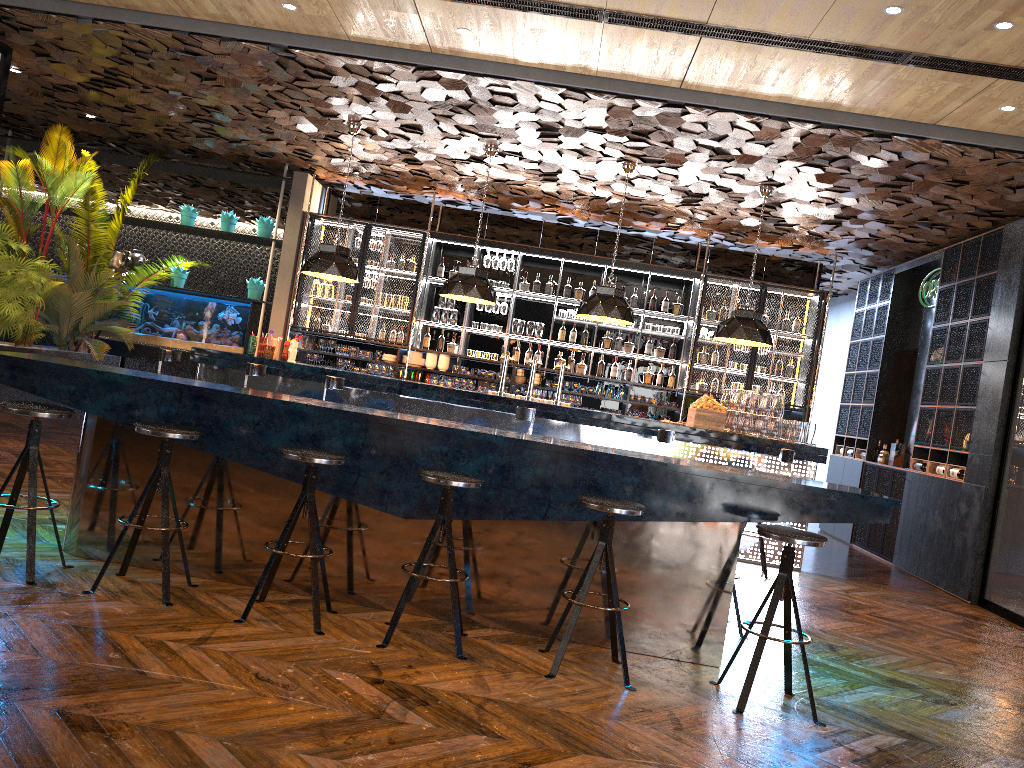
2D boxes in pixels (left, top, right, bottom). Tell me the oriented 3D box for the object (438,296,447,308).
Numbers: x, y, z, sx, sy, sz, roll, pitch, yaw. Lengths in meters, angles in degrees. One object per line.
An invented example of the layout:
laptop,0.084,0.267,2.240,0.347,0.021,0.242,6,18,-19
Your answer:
object,-0.899,-1.095,11.553,0.105,0.209,0.105,9,0,-42

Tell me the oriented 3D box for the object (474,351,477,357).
object,-0.453,-0.381,11.642,0.089,0.092,0.089,9,0,-26

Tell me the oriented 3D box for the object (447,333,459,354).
object,-0.766,-0.527,11.536,0.123,0.279,0.123,9,0,16

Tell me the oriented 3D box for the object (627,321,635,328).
object,1.528,-0.766,11.412,0.089,0.092,0.089,9,0,-43

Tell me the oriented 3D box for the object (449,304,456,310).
object,-0.784,-1.076,11.648,0.105,0.209,0.105,9,0,-42

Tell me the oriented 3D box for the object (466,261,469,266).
object,-0.596,-1.457,11.558,0.086,0.299,0.086,9,0,-39

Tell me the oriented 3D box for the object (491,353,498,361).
object,-0.226,-0.346,11.484,0.089,0.092,0.089,9,0,13

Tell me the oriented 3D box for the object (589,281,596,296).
object,1.052,-1.192,11.492,0.086,0.298,0.086,9,0,-39

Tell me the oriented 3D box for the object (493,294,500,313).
object,-0.192,-1.051,11.605,0.092,0.244,0.092,9,0,-37

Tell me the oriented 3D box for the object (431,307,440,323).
object,-0.988,-0.898,11.555,0.105,0.209,0.105,9,0,-42

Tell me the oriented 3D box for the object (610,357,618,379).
object,1.330,-0.203,11.461,0.086,0.298,0.086,9,0,-39

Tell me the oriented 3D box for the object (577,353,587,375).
object,0.908,-0.259,11.459,0.123,0.279,0.123,9,0,16

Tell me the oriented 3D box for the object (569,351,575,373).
object,0.773,-0.283,11.479,0.083,0.282,0.083,9,0,3

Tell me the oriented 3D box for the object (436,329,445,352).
object,-0.919,-0.562,11.532,0.086,0.297,0.086,9,0,36

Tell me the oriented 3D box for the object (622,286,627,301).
object,1.420,-1.124,11.448,0.123,0.279,0.123,9,0,-8

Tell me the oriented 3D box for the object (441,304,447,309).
object,-0.899,-1.094,11.665,0.105,0.209,0.105,9,0,-42

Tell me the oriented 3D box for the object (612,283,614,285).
object,1.283,-1.156,11.476,0.086,0.298,0.086,9,0,-39

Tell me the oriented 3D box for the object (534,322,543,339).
object,0.343,-0.685,11.444,0.105,0.209,0.105,9,0,-42

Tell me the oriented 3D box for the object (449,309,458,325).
object,-0.758,-0.861,11.533,0.105,0.209,0.105,9,0,-42

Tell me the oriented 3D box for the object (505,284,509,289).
object,-0.088,-1.270,11.640,0.089,0.092,0.089,9,0,-29

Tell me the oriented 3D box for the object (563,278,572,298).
object,0.723,-1.237,11.494,0.083,0.282,0.083,9,0,-12

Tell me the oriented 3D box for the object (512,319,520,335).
object,0.047,-0.733,11.455,0.105,0.209,0.105,9,0,-42

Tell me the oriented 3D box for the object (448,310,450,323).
object,-0.874,-0.879,11.660,0.105,0.209,0.105,9,0,-42

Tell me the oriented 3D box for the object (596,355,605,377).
object,1.150,-0.231,11.436,0.086,0.297,0.086,9,0,36

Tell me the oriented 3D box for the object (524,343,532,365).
object,0.219,-0.380,11.536,0.086,0.298,0.086,9,0,-39

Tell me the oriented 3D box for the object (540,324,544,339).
object,0.359,-0.682,11.552,0.105,0.209,0.105,9,0,-42

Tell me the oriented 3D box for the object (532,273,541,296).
object,0.322,-1.295,11.512,0.083,0.282,0.083,9,0,-12

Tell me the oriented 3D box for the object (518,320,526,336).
object,0.115,-0.721,11.567,0.105,0.209,0.105,9,0,-42

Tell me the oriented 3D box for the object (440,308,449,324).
object,-0.871,-0.879,11.551,0.105,0.209,0.105,9,0,-42

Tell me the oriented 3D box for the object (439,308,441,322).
object,-0.994,-0.898,11.673,0.105,0.209,0.105,9,0,-42

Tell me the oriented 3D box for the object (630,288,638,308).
object,1.580,-1.100,11.454,0.083,0.282,0.083,9,0,3

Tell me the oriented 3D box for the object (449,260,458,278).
object,-0.751,-1.471,11.548,0.123,0.279,0.123,9,0,-9

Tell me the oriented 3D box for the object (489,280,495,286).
object,-0.266,-1.299,11.514,0.089,0.092,0.089,9,0,-29

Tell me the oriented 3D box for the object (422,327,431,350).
object,-1.107,-0.591,11.572,0.086,0.299,0.086,9,0,-39

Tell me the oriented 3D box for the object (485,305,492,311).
object,-0.297,-1.068,11.445,0.092,0.244,0.092,9,0,-37

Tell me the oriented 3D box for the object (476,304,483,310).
object,-0.405,-1.086,11.450,0.092,0.244,0.092,9,0,-37

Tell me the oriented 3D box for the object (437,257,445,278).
object,-0.924,-1.509,11.601,0.086,0.298,0.086,9,0,-39

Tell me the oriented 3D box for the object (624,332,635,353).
object,1.519,-0.530,11.436,0.123,0.279,0.123,9,0,16

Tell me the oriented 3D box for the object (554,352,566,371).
object,0.618,-0.290,11.485,0.151,0.248,0.094,9,0,-8

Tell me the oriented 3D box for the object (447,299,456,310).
object,-0.783,-1.076,11.557,0.105,0.209,0.105,9,0,-42

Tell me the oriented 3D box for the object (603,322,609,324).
object,1.217,-0.816,11.404,0.089,0.092,0.089,9,0,-26

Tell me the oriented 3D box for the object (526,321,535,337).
object,0.237,-0.702,11.473,0.105,0.209,0.105,9,0,-42

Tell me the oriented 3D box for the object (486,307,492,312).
object,-0.289,-1.066,11.610,0.092,0.244,0.092,9,0,-37

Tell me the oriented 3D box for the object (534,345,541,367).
object,0.335,-0.362,11.507,0.086,0.298,0.086,9,0,-39

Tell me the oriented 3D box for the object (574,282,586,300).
object,0.878,-1.194,11.486,0.151,0.248,0.094,9,0,6

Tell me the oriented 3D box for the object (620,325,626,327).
object,1.429,-0.782,11.382,0.089,0.092,0.089,9,0,-34

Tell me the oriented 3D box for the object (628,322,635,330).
object,1.558,-0.760,11.550,0.089,0.092,0.089,9,0,-23

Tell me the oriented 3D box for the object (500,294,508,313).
object,-0.097,-1.036,11.436,0.092,0.244,0.092,9,0,-37

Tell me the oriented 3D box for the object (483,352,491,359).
object,-0.328,-0.362,11.551,0.089,0.092,0.089,9,0,13

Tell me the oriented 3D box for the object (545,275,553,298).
object,0.486,-1.269,11.505,0.083,0.282,0.083,9,0,18

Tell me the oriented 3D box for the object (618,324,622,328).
object,1.414,-0.783,11.527,0.089,0.092,0.089,9,0,2

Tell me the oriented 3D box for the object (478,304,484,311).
object,-0.398,-1.083,11.615,0.092,0.244,0.092,9,0,-37

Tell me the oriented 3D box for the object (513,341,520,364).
object,0.062,-0.404,11.518,0.086,0.299,0.086,9,0,-39

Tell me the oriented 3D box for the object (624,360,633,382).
object,1.509,-0.166,11.445,0.083,0.282,0.083,9,0,-12

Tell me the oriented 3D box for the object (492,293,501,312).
object,-0.199,-1.053,11.441,0.092,0.244,0.092,9,0,-37

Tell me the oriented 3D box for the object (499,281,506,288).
object,-0.126,-1.277,11.458,0.089,0.092,0.089,9,0,-29

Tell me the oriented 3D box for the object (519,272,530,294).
object,0.167,-1.317,11.521,0.123,0.279,0.123,9,0,-9

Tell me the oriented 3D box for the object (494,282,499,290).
object,-0.211,-1.290,11.634,0.089,0.092,0.089,9,0,13

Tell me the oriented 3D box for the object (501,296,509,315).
object,-0.089,-1.034,11.601,0.092,0.244,0.092,9,0,-37
